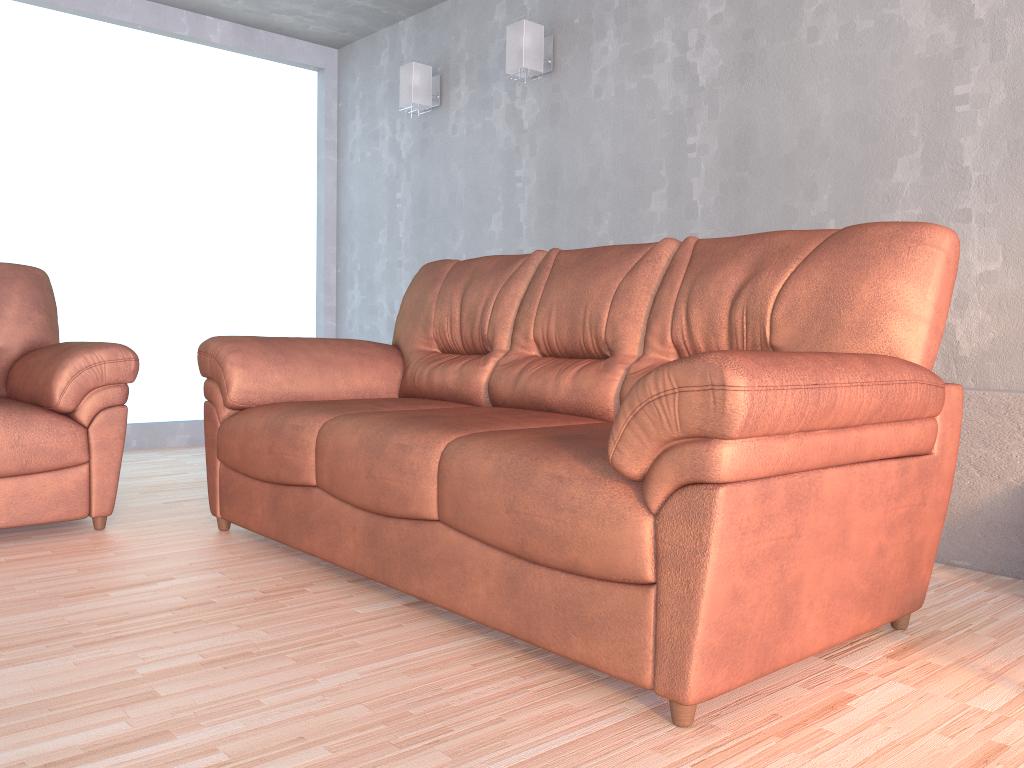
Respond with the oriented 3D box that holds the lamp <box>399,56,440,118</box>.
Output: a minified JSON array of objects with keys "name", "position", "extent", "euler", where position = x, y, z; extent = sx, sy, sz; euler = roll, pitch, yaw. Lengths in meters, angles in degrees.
[{"name":"lamp","position":[-0.509,-1.615,4.836],"extent":[0.168,0.319,0.165],"euler":[-2,4,-41]}]

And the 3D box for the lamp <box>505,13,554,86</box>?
[{"name":"lamp","position":[0.078,-1.568,4.177],"extent":[0.177,0.319,0.165],"euler":[-2,4,-41]}]

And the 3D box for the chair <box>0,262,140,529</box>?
[{"name":"chair","position":[-1.904,-0.007,3.004],"extent":[0.970,0.879,0.936],"euler":[-2,4,-42]}]

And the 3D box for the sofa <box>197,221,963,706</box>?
[{"name":"sofa","position":[-0.007,0.031,2.526],"extent":[0.981,0.923,2.202],"euler":[-2,4,-41]}]
